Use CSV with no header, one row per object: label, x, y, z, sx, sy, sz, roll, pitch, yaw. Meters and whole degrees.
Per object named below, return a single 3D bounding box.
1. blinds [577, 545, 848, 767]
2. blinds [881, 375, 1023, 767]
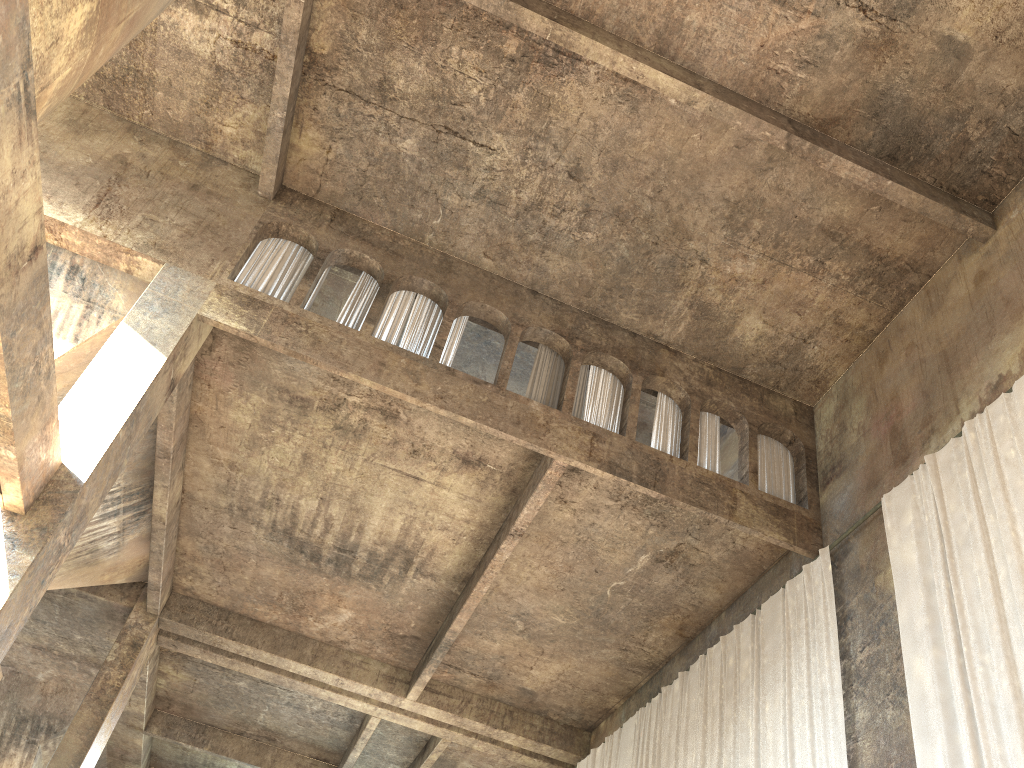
blinds,1.780,7.374,10.775,0.276,8.083,8.304,20,-44,-6
blinds,4.718,1.584,4.293,0.276,8.083,8.304,20,-44,-6
